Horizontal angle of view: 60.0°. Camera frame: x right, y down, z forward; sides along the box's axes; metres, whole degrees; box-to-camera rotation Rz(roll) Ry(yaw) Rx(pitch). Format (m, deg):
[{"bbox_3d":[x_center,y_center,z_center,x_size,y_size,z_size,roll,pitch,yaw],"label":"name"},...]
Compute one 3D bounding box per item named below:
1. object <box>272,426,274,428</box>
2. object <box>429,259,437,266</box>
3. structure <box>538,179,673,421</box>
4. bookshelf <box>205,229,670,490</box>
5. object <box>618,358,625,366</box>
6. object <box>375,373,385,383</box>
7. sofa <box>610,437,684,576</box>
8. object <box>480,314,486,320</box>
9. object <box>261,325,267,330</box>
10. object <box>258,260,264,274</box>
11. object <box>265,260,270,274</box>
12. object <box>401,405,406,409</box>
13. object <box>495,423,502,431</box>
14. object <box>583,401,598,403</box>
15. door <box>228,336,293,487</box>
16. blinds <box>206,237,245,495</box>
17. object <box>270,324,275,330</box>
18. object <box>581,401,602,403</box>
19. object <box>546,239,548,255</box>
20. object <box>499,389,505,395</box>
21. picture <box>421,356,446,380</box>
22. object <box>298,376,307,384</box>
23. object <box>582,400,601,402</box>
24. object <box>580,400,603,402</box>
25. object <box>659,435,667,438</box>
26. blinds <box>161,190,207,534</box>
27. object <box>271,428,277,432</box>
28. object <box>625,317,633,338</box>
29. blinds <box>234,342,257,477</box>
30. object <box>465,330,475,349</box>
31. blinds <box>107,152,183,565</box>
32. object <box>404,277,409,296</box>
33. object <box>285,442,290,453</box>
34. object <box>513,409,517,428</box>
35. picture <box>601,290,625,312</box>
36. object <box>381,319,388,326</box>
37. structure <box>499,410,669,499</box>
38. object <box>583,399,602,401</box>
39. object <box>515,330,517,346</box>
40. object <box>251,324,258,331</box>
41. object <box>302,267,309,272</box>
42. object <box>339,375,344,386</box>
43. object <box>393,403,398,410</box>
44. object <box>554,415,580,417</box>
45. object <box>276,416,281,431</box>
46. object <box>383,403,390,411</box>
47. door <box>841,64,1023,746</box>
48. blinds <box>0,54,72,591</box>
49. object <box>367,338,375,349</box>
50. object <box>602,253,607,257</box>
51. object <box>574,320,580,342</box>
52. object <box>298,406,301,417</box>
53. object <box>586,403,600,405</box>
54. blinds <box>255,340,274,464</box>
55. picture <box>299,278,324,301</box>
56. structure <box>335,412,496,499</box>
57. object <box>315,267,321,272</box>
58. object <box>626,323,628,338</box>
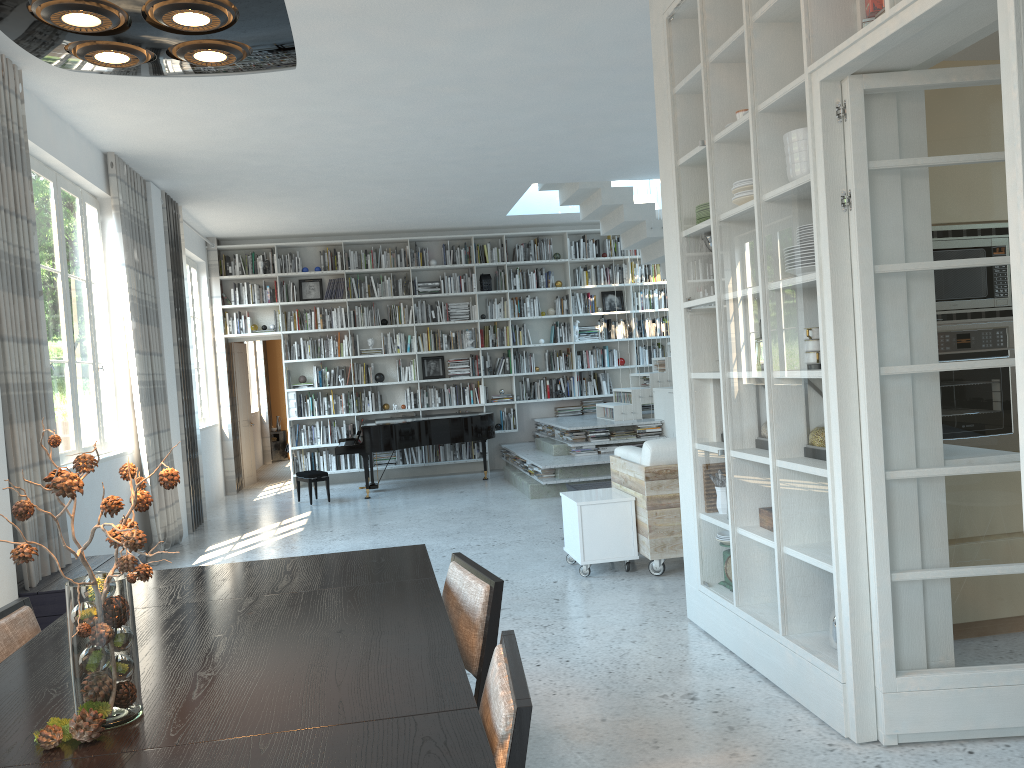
[{"bbox_3d":[-4.237,0.781,15.568,0.106,0.103,0.106,-4,1,-1],"label":"object"},{"bbox_3d":[-1.040,-1.588,11.666,0.105,0.106,0.104,-5,2,-31],"label":"object"},{"bbox_3d":[1.446,-0.948,10.289,2.613,3.383,1.954,-4,2,-9],"label":"structure"},{"bbox_3d":[-0.635,-0.369,11.736,6.296,3.143,0.330,-4,2,-9],"label":"bookshelf"},{"bbox_3d":[1.486,-0.300,12.104,0.115,0.116,0.115,-5,2,-31],"label":"object"},{"bbox_3d":[-1.732,-0.081,11.610,0.133,0.135,0.133,-3,2,40],"label":"object"},{"bbox_3d":[1.837,0.694,5.995,2.194,0.854,0.871,-4,1,-9],"label":"sofa"},{"bbox_3d":[-0.382,-0.887,11.724,0.071,0.072,0.071,-3,2,40],"label":"object"},{"bbox_3d":[-3.177,-0.721,11.374,0.071,0.072,0.071,-5,2,-31],"label":"object"},{"bbox_3d":[-3.177,-1.468,11.229,0.067,0.198,0.067,-3,2,33],"label":"object"},{"bbox_3d":[-3.097,-1.474,11.241,0.067,0.198,0.067,-3,2,33],"label":"object"},{"bbox_3d":[-1.423,0.300,11.635,0.061,0.062,0.061,-3,2,40],"label":"object"},{"bbox_3d":[-0.180,0.571,11.772,0.093,0.095,0.093,-3,2,40],"label":"object"},{"bbox_3d":[1.084,0.239,12.089,0.254,0.006,0.161,-4,1,-9],"label":"object"},{"bbox_3d":[-3.381,0.379,11.939,0.834,1.981,0.786,-4,2,-9],"label":"door"},{"bbox_3d":[-3.693,-0.220,11.448,0.140,3.232,0.776,-4,2,-9],"label":"blinds"},{"bbox_3d":[-3.069,-0.729,11.370,0.071,0.072,0.071,-5,2,-31],"label":"object"},{"bbox_3d":[1.085,0.244,12.089,0.254,0.006,0.161,-4,1,-9],"label":"object"},{"bbox_3d":[0.467,-1.793,11.946,0.006,0.298,0.129,-4,2,-9],"label":"object"},{"bbox_3d":[-0.133,0.103,11.784,0.071,0.072,0.071,-3,2,40],"label":"object"},{"bbox_3d":[-1.045,-0.218,11.788,0.300,0.300,0.077,-4,2,-9],"label":"picture"},{"bbox_3d":[-2.706,-0.057,11.458,0.105,0.106,0.105,-5,2,-31],"label":"object"},{"bbox_3d":[1.084,0.228,12.086,0.254,0.006,0.161,-4,1,-8],"label":"object"},{"bbox_3d":[1.084,0.233,12.089,0.285,0.005,0.159,-4,1,-9],"label":"object"},{"bbox_3d":[1.423,0.648,7.870,0.309,0.522,0.435,-3,2,21],"label":"object"},{"bbox_3d":[-3.256,-0.198,8.690,0.140,3.232,0.776,-4,2,-9],"label":"blinds"},{"bbox_3d":[-4.155,0.799,15.465,0.118,0.061,0.118,-4,1,-1],"label":"object"},{"bbox_3d":[1.582,-0.758,11.992,0.087,0.288,0.075,-3,2,26],"label":"object"},{"bbox_3d":[-3.878,-0.230,12.611,0.140,3.232,0.776,-4,2,-9],"label":"blinds"},{"bbox_3d":[-0.560,-0.584,11.666,0.137,0.244,0.138,-5,2,-43],"label":"object"},{"bbox_3d":[-3.044,-0.207,7.375,0.183,3.262,1.025,-4,2,-10],"label":"blinds"},{"bbox_3d":[-1.373,-1.270,11.521,0.075,0.255,0.075,-5,2,-30],"label":"object"},{"bbox_3d":[-3.007,0.812,14.791,1.481,0.541,1.450,-4,1,-9],"label":"object"},{"bbox_3d":[0.044,0.472,11.839,0.011,0.260,0.142,-4,2,-9],"label":"object"},{"bbox_3d":[1.385,-1.126,12.155,0.300,0.300,0.077,-4,2,-9],"label":"picture"},{"bbox_3d":[-1.669,-0.804,11.586,0.097,0.098,0.097,-3,2,40],"label":"object"},{"bbox_3d":[1.366,0.749,10.698,2.899,0.659,3.112,-4,1,-9],"label":"structure"},{"bbox_3d":[1.085,0.223,12.077,0.285,0.005,0.159,-4,1,-4],"label":"object"},{"bbox_3d":[0.045,-0.613,11.900,0.013,0.208,0.140,-4,2,-9],"label":"object"},{"bbox_3d":[-3.284,-0.720,11.308,0.087,0.088,0.087,-3,2,40],"label":"object"},{"bbox_3d":[-2.662,-1.462,11.423,0.082,0.083,0.082,-5,2,-31],"label":"object"},{"bbox_3d":[-2.194,-0.048,11.398,0.081,0.140,0.044,-5,2,-25],"label":"object"},{"bbox_3d":[-1.524,0.293,11.595,0.060,0.095,0.078,-4,2,8],"label":"object"},{"bbox_3d":[0.765,0.431,12.030,0.345,0.007,0.193,-4,1,-14],"label":"object"},{"bbox_3d":[-4.102,0.690,15.571,0.091,0.268,0.091,-3,2,37],"label":"object"},{"bbox_3d":[-1.652,0.301,11.641,0.091,0.092,0.091,-5,2,-31],"label":"object"},{"bbox_3d":[1.590,0.075,2.951,0.839,2.229,0.067,-4,2,1],"label":"door"},{"bbox_3d":[-2.613,-0.186,4.728,0.132,3.262,0.722,-4,2,-10],"label":"blinds"},{"bbox_3d":[-1.849,-0.538,11.604,0.095,0.157,0.121,-4,2,5],"label":"object"},{"bbox_3d":[1.248,-1.734,11.971,0.071,0.072,0.071,-3,2,40],"label":"object"},{"bbox_3d":[0.864,-0.706,11.860,0.087,0.288,0.075,-3,2,26],"label":"object"},{"bbox_3d":[-2.721,0.354,11.343,0.045,0.146,0.045,-3,2,30],"label":"object"},{"bbox_3d":[1.083,0.272,12.089,0.254,0.006,0.161,-4,1,-9],"label":"object"},{"bbox_3d":[-4.315,-0.252,15.369,0.140,3.232,0.776,-4,2,-9],"label":"blinds"},{"bbox_3d":[-2.610,-1.215,11.520,0.300,0.300,0.077,-4,2,-9],"label":"picture"},{"bbox_3d":[-1.108,0.825,10.616,1.918,0.833,1.334,-4,1,-9],"label":"structure"},{"bbox_3d":[-2.507,-1.473,11.447,0.082,0.083,0.082,-5,2,-31],"label":"object"},{"bbox_3d":[1.565,-0.723,12.129,0.022,0.212,0.179,-4,2,-9],"label":"object"}]
